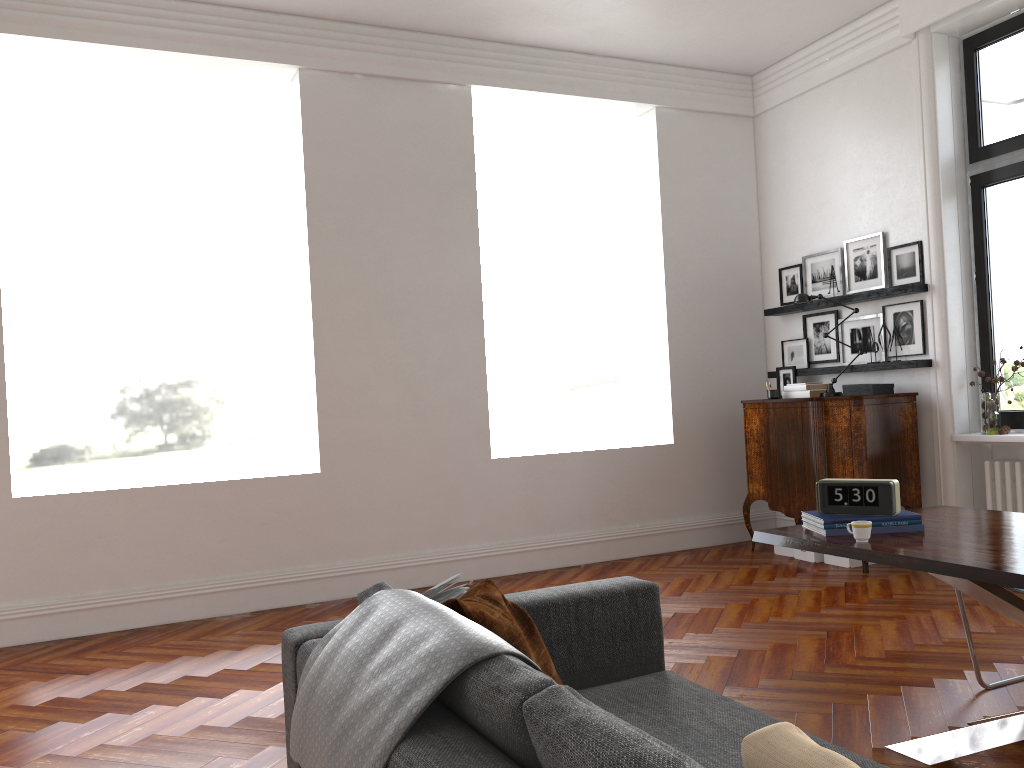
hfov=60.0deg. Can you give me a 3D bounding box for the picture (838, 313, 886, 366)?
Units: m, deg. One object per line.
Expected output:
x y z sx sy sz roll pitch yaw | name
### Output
2.645 -0.328 6.704 0.020 0.365 0.434 -3 -1 -25 | picture

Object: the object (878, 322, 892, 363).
2.712 -0.301 6.443 0.040 0.299 0.118 -3 0 -25 | object

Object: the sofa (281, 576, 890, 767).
0.434 0.925 1.729 1.261 0.829 2.646 -3 -1 -25 | sofa

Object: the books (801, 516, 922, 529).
1.269 0.497 3.240 0.344 0.017 0.250 -3 -1 0 | books

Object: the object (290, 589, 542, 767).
-0.270 0.732 2.071 0.400 0.387 0.752 -3 -1 -25 | object

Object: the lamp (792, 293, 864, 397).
2.386 -0.302 6.681 0.491 0.802 0.174 -3 0 30 | lamp

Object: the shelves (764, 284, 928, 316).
2.506 -0.633 6.804 0.158 0.055 1.516 -3 -1 -25 | shelves

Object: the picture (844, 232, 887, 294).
2.643 -0.900 6.642 0.020 0.409 0.369 -3 -1 -25 | picture

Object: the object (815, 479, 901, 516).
1.249 0.410 3.211 0.276 0.125 0.082 -4 -1 39 | object

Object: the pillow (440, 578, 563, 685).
-0.029 0.772 2.553 0.330 0.396 0.470 -3 -1 12 | pillow

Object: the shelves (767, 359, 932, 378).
2.536 -0.110 6.805 0.156 0.055 1.516 -3 -1 -25 | shelves

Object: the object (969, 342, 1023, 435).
3.275 0.029 5.805 0.542 0.599 0.317 -4 -1 36 | object

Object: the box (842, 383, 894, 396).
2.560 0.040 6.375 0.208 0.086 0.282 -3 -1 -25 | box

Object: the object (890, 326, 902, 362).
2.767 -0.287 6.391 0.040 0.262 0.110 -3 0 -25 | object

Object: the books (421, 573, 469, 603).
-0.293 0.656 2.749 0.279 0.096 0.225 -3 -1 17 | books

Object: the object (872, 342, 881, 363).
2.658 -0.228 6.482 0.040 0.161 0.066 -3 0 -25 | object

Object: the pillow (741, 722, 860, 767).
0.530 0.681 1.106 0.225 0.460 0.486 -3 -1 -25 | pillow

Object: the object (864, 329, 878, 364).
2.651 -0.276 6.556 0.040 0.260 0.124 -3 0 -25 | object

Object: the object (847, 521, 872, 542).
1.178 0.497 2.994 0.064 0.065 0.082 -3 -1 -4 | object

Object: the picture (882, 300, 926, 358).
2.806 -0.389 6.355 0.020 0.384 0.343 -3 -1 -25 | picture

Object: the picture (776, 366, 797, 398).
2.242 -0.013 7.239 0.020 0.257 0.213 -3 0 -25 | picture

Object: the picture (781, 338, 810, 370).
2.339 -0.241 7.318 0.020 0.253 0.300 -3 -1 -25 | picture

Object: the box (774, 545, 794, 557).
2.256 1.240 6.905 0.394 0.177 0.209 -2 -1 -30 | box

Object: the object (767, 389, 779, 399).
2.020 0.083 6.862 0.091 0.077 0.091 -4 -1 38 | object

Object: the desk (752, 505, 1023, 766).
1.846 0.859 2.527 1.029 0.751 2.227 -3 -1 -25 | desk

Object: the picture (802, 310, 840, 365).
2.469 -0.367 7.080 0.020 0.406 0.373 -3 -1 -25 | picture

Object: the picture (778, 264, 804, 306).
2.318 -0.820 7.355 0.020 0.315 0.267 -3 -1 -25 | picture

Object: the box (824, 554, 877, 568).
2.488 1.217 6.401 0.394 0.177 0.245 -3 -1 -25 | box

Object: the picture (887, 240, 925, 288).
2.799 -0.843 6.310 0.020 0.303 0.290 -3 -1 -25 | picture

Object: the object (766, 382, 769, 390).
1.995 0.044 6.891 0.010 0.119 0.050 -3 0 -22 | object

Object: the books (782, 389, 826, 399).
2.269 0.078 6.815 0.229 0.057 0.294 -3 -1 -25 | books

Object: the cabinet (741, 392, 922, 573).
2.331 0.705 6.638 0.640 1.218 1.267 -3 -1 -25 | cabinet

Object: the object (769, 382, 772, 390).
2.020 0.049 6.895 0.010 0.139 0.046 -3 0 -28 | object

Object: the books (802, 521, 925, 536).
1.279 0.518 3.252 0.347 0.027 0.264 -3 -1 0 | books

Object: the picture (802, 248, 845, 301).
2.465 -0.861 7.033 0.020 0.367 0.416 -3 -1 -25 | picture

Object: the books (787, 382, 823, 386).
2.249 0.000 6.810 0.179 0.014 0.201 -3 -1 -25 | books

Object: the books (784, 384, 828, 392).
2.272 0.027 6.816 0.254 0.044 0.239 -3 -1 -25 | books

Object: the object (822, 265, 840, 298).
2.476 -0.786 6.878 0.040 0.260 0.174 -3 0 -25 | object

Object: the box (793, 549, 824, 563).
2.344 1.230 6.640 0.394 0.177 0.245 -3 -1 -20 | box

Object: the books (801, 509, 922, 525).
1.268 0.480 3.240 0.344 0.017 0.250 -3 -1 0 | books

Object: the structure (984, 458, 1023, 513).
3.568 0.872 5.442 0.225 0.778 1.454 -3 -1 -25 | structure

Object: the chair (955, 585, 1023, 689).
2.290 0.798 3.458 0.745 0.872 0.753 -3 -1 -25 | chair
